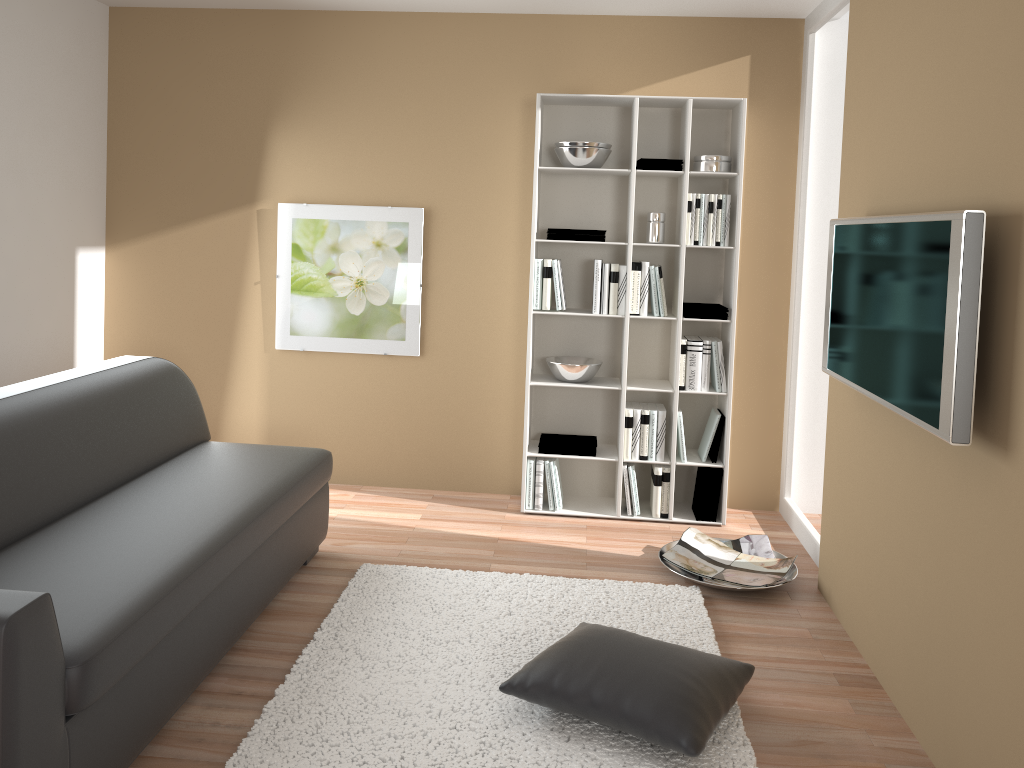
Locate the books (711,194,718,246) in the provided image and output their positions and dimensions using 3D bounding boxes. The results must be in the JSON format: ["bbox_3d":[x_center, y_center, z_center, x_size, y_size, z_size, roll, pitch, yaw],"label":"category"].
[{"bbox_3d":[1.022,-0.835,4.500,0.020,0.256,0.209,2,6,4],"label":"books"}]

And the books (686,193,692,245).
[{"bbox_3d":[0.894,-0.841,4.503,0.020,0.256,0.210,2,6,5],"label":"books"}]

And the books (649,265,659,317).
[{"bbox_3d":[0.730,-0.486,4.553,0.060,0.258,0.209,2,6,4],"label":"books"}]

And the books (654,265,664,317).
[{"bbox_3d":[0.755,-0.483,4.547,0.058,0.256,0.210,2,6,5],"label":"books"}]

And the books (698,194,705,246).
[{"bbox_3d":[0.958,-0.838,4.504,0.020,0.256,0.210,2,6,5],"label":"books"}]

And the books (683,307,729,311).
[{"bbox_3d":[0.993,-0.396,4.564,0.210,0.008,0.301,3,10,4],"label":"books"}]

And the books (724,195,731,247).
[{"bbox_3d":[1.086,-0.832,4.493,0.020,0.256,0.210,2,6,4],"label":"books"}]

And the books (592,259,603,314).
[{"bbox_3d":[0.443,-0.509,4.568,0.040,0.273,0.209,2,5,5],"label":"books"}]

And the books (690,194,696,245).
[{"bbox_3d":[0.916,-0.841,4.508,0.020,0.256,0.209,2,6,4],"label":"books"}]

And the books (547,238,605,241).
[{"bbox_3d":[0.333,-0.753,4.579,0.297,0.006,0.213,3,10,4],"label":"books"}]

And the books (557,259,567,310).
[{"bbox_3d":[0.260,-0.521,4.588,0.058,0.256,0.210,2,6,5],"label":"books"}]

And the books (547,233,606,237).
[{"bbox_3d":[0.336,-0.775,4.578,0.297,0.006,0.213,3,10,4],"label":"books"}]

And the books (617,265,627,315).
[{"bbox_3d":[0.567,-0.491,4.560,0.040,0.250,0.209,2,6,4],"label":"books"}]

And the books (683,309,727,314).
[{"bbox_3d":[0.988,-0.386,4.565,0.210,0.006,0.301,3,10,6],"label":"books"}]

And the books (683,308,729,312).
[{"bbox_3d":[0.993,-0.391,4.564,0.210,0.008,0.301,3,10,4],"label":"books"}]

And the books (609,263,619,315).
[{"bbox_3d":[0.525,-0.495,4.556,0.040,0.256,0.209,2,6,5],"label":"books"}]

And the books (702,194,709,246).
[{"bbox_3d":[0.979,-0.837,4.502,0.020,0.256,0.210,2,6,4],"label":"books"}]

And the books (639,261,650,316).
[{"bbox_3d":[0.682,-0.498,4.560,0.040,0.274,0.209,2,5,5],"label":"books"}]

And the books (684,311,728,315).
[{"bbox_3d":[0.989,-0.380,4.564,0.210,0.006,0.301,3,10,4],"label":"books"}]

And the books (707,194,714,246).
[{"bbox_3d":[1.001,-0.835,4.495,0.020,0.256,0.210,2,6,5],"label":"books"}]

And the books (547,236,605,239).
[{"bbox_3d":[0.332,-0.765,4.579,0.297,0.006,0.213,3,10,3],"label":"books"}]

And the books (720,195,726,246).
[{"bbox_3d":[1.064,-0.833,4.495,0.020,0.256,0.210,2,6,5],"label":"books"}]

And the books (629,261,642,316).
[{"bbox_3d":[0.635,-0.499,4.563,0.053,0.270,0.209,2,5,5],"label":"books"}]

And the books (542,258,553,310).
[{"bbox_3d":[0.186,-0.522,4.580,0.040,0.256,0.209,2,6,5],"label":"books"}]

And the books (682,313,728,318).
[{"bbox_3d":[0.989,-0.363,4.566,0.210,0.006,0.301,3,10,4],"label":"books"}]

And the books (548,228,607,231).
[{"bbox_3d":[0.340,-0.802,4.576,0.297,0.006,0.213,3,10,4],"label":"books"}]

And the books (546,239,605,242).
[{"bbox_3d":[0.332,-0.748,4.578,0.297,0.007,0.213,3,10,4],"label":"books"}]

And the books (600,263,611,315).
[{"bbox_3d":[0.484,-0.498,4.565,0.040,0.256,0.209,2,6,5],"label":"books"}]

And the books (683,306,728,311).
[{"bbox_3d":[0.989,-0.401,4.561,0.210,0.007,0.301,3,10,4],"label":"books"}]

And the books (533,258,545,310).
[{"bbox_3d":[0.140,-0.525,4.590,0.040,0.256,0.209,2,6,5],"label":"books"}]

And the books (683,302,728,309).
[{"bbox_3d":[0.990,-0.406,4.560,0.210,0.006,0.301,3,10,4],"label":"books"}]

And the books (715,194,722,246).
[{"bbox_3d":[1.043,-0.834,4.495,0.020,0.256,0.210,2,6,5],"label":"books"}]

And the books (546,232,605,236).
[{"bbox_3d":[0.334,-0.781,4.576,0.297,0.006,0.213,3,10,6],"label":"books"}]

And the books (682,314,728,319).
[{"bbox_3d":[0.989,-0.358,4.566,0.210,0.006,0.301,3,10,4],"label":"books"}]

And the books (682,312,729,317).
[{"bbox_3d":[0.989,-0.370,4.568,0.210,0.006,0.301,3,10,3],"label":"books"}]

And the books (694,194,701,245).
[{"bbox_3d":[0.937,-0.839,4.504,0.020,0.256,0.210,2,6,5],"label":"books"}]

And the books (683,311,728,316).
[{"bbox_3d":[0.989,-0.374,4.564,0.210,0.006,0.301,3,10,4],"label":"books"}]

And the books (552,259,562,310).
[{"bbox_3d":[0.235,-0.520,4.579,0.060,0.258,0.210,2,6,5],"label":"books"}]

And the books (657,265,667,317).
[{"bbox_3d":[0.774,-0.486,4.561,0.058,0.256,0.210,2,6,5],"label":"books"}]

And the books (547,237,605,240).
[{"bbox_3d":[0.334,-0.759,4.579,0.297,0.006,0.213,3,10,4],"label":"books"}]

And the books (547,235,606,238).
[{"bbox_3d":[0.335,-0.770,4.578,0.297,0.006,0.213,3,10,4],"label":"books"}]
